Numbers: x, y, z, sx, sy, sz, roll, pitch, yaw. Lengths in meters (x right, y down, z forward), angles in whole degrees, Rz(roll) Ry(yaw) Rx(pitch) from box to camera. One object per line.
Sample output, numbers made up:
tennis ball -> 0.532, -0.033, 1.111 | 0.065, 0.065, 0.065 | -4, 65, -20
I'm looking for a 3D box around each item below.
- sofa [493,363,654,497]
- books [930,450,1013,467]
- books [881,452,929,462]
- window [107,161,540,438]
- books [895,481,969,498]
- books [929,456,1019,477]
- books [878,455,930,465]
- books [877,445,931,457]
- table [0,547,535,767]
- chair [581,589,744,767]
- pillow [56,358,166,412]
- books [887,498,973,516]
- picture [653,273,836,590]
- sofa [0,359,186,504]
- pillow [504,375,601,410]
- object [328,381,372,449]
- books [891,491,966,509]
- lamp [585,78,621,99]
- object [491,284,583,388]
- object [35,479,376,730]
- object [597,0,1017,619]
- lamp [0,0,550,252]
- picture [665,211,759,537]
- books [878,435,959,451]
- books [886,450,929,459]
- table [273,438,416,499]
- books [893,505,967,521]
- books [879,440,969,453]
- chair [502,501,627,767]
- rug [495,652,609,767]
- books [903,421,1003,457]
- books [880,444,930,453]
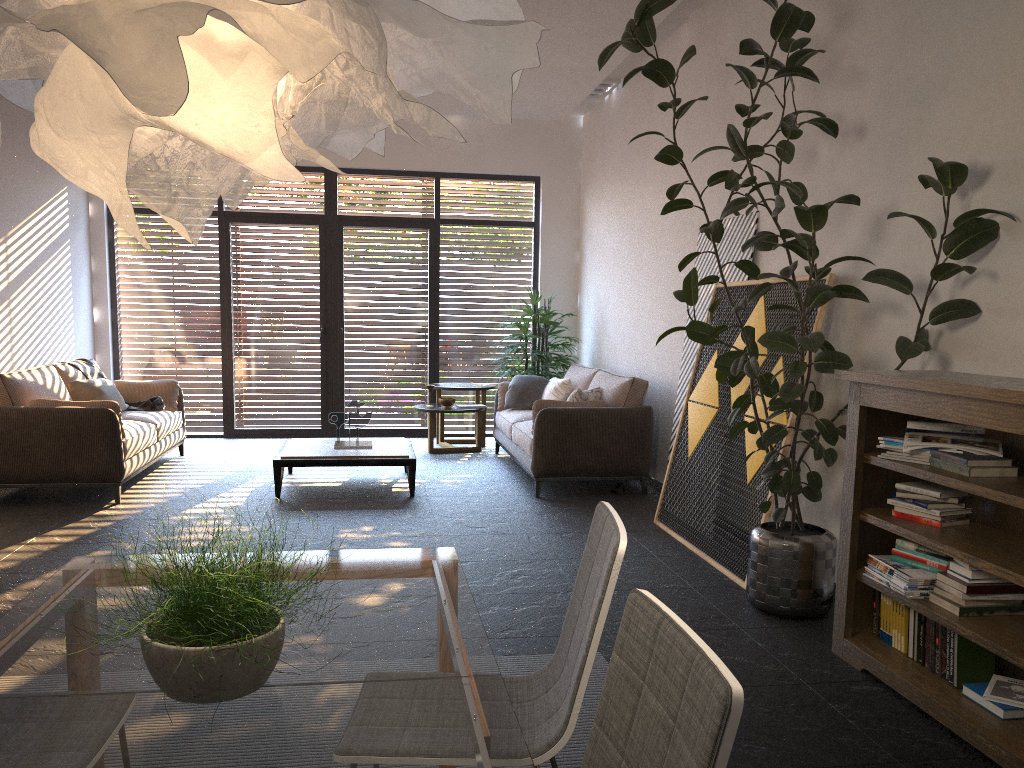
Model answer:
sofa -> 0.468, 0.324, 7.834 | 0.993, 0.925, 2.307 | 0, 5, -9
books -> 1.617, 0.261, 3.127 | 0.166, 0.024, 0.226 | 1, 4, -5
books -> 1.604, 0.274, 3.329 | 0.252, 0.011, 0.317 | -3, 6, -39
window -> -1.988, -0.905, 9.802 | 4.941, 3.049, 0.456 | 0, 7, -9
books -> 1.603, 0.403, 3.383 | 0.155, 0.021, 0.204 | -1, 5, -24
books -> 1.623, 0.291, 3.123 | 0.179, 0.034, 0.241 | 1, 4, -6
books -> 1.596, 0.284, 3.338 | 0.252, 0.011, 0.317 | -2, 5, -36
books -> 1.599, 0.251, 3.352 | 0.252, 0.011, 0.317 | -1, 5, -27
table -> -0.517, 0.879, 1.565 | 0.997, 0.719, 1.789 | 0, 5, -9
chair -> -0.044, 0.807, 1.275 | 0.601, 0.926, 0.472 | 0, 7, -9
pillow -> -3.649, 0.145, 7.657 | 0.954, 0.712, 1.012 | 2, 5, 15
books -> 1.599, 0.467, 3.396 | 0.174, 0.019, 0.242 | -1, 5, -24
picture -> 1.274, 0.196, 5.166 | 0.386, 1.616, 1.488 | 0, 6, -9
sofa -> -3.395, 0.304, 7.216 | 0.993, 0.925, 2.307 | 0, 5, -9
pillow -> 0.340, 0.135, 7.826 | 0.618, 0.345, 1.882 | 0, 4, -9
object -> -1.431, -1.421, 2.599 | 0.365, 4.502, 8.855 | 1, 5, 2
books -> 1.596, 0.445, 3.401 | 0.162, 0.023, 0.230 | 0, 4, -9
lamp -> 0.827, -2.828, 8.435 | 0.253, 0.066, 0.641 | 0, 4, -9
object -> 0.255, -0.200, 9.377 | 0.976, 1.734, 0.910 | -5, 9, -43
object -> -0.495, 0.355, 1.511 | 0.531, 0.370, 0.664 | 0, 5, -14
object -> 1.199, -0.519, 3.974 | 0.906, 3.221, 2.001 | -3, 8, -31
lamp -> -0.460, -2.807, 1.104 | 1.117, 5.247, 1.054 | 1, 7, 2
picture -> 1.291, -0.072, 5.904 | 0.207, 2.032, 0.951 | 0, 7, -9
books -> 1.608, 0.219, 3.360 | 0.252, 0.011, 0.317 | -2, 5, -32
books -> 1.615, 0.265, 3.313 | 0.252, 0.011, 0.317 | -3, 6, -42
table -> -1.323, 0.653, 7.123 | 1.049, 0.309, 1.109 | 0, 5, -9
books -> 1.601, 0.488, 3.394 | 0.155, 0.022, 0.204 | -1, 5, -29
books -> 1.608, 0.230, 3.353 | 0.252, 0.011, 0.317 | -2, 5, -37
chair -> -0.066, 0.751, 2.010 | 0.601, 0.926, 0.472 | 1, 7, 0
rug -> -0.521, 1.230, 1.627 | 2.371, 0.006, 3.664 | 0, 4, -9
books -> 1.629, 0.212, 3.282 | 0.321, 0.109, 0.272 | 3, 5, 26
books -> 1.604, 0.242, 3.336 | 0.252, 0.011, 0.317 | -2, 5, -37
